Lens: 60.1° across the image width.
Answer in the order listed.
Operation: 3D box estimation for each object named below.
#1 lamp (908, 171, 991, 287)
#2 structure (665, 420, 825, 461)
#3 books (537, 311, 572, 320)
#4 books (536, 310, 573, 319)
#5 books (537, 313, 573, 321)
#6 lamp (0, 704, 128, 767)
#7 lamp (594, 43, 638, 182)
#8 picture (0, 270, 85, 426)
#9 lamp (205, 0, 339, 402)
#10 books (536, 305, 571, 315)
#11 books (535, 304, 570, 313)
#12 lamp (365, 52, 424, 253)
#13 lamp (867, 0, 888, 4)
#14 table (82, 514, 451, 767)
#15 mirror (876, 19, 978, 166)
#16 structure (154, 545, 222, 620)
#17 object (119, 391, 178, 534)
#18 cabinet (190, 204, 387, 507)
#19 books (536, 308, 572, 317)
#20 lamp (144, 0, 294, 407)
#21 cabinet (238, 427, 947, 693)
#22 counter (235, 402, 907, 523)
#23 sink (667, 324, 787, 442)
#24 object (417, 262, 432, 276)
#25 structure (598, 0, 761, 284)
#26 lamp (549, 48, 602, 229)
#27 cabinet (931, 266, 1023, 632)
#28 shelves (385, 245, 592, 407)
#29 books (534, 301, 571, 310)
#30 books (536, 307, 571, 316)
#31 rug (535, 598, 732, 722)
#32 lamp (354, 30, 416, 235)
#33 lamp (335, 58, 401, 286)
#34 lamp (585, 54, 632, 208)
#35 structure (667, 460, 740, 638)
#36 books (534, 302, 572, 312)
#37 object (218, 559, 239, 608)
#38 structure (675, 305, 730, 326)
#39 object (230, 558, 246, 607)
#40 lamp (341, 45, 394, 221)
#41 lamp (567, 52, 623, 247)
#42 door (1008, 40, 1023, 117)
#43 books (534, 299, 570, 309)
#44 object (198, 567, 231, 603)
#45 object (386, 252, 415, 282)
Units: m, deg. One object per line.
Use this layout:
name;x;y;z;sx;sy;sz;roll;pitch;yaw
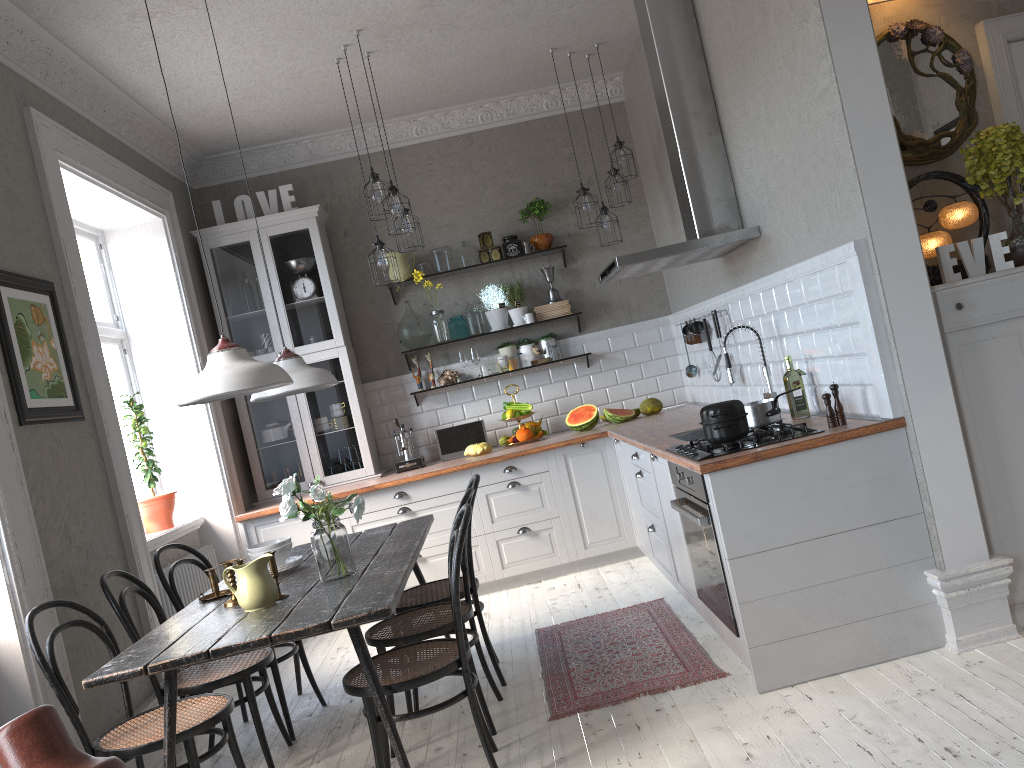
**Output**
lamp;1.692;-0.558;3.485;0.448;0.558;0.172;-13;1;4
structure;0.911;0.216;3.567;0.497;0.031;0.604;-13;0;-2
books;0.311;-0.491;6.427;0.260;0.011;0.158;-13;0;3
books;0.308;-0.501;6.427;0.259;0.016;0.159;-13;0;9
books;0.313;-0.479;6.427;0.261;0.011;0.157;-13;0;0
lamp;-0.323;0.666;0.687;0.247;0.839;0.140;-12;1;33
lamp;0.550;-2.173;5.723;0.149;1.735;0.144;-13;1;-31
picture;-1.926;-0.142;3.604;0.020;0.620;0.520;-13;0;-1
lamp;-1.149;-0.863;3.854;0.378;1.859;0.380;-13;1;5
books;0.301;-0.533;6.427;0.261;0.011;0.157;-13;0;0
books;0.299;-0.543;6.426;0.260;0.011;0.158;-13;0;3
lamp;-0.764;-1.613;5.047;0.148;1.735;0.145;-13;1;-16
lamp;1.554;-1.664;3.527;0.417;0.171;0.219;-13;0;-3
table;-0.737;1.111;3.525;0.907;0.735;1.915;-13;0;-2
mirror;1.655;-1.195;3.613;0.534;0.593;0.071;-13;1;-4
structure;-1.828;1.198;4.882;0.149;0.428;1.219;-13;0;-3
object;-2.117;0.447;5.112;0.256;0.813;0.264;-12;1;25
cabinet;-1.523;-0.180;6.162;0.882;1.921;0.386;-13;1;-3
books;0.306;-0.512;6.427;0.260;0.016;0.158;-13;0;6
lamp;-1.129;-0.866;2.962;0.372;1.859;0.387;-12;1;35
cabinet;0.375;0.790;4.973;4.108;0.854;2.029;-13;0;44
counter;-0.154;0.489;4.792;3.169;0.039;3.382;-13;0;-2
sink;1.015;0.098;4.219;0.529;0.720;0.485;-13;0;-3
object;-0.624;-0.813;6.364;0.103;0.111;0.103;-13;0;-3
structure;0.670;-1.412;4.600;0.714;1.596;0.710;-13;1;-3
lamp;0.310;-1.854;5.636;0.144;1.735;0.149;-12;1;29
cabinet;1.968;0.210;3.404;0.668;1.297;0.383;-13;1;-3
shelves;-0.151;-0.397;6.390;1.320;0.923;0.228;-13;1;-4
books;0.294;-0.564;6.426;0.260;0.016;0.158;-13;0;6
books;0.303;-0.522;6.427;0.260;0.011;0.158;-13;0;3
rug;0.477;1.202;4.021;0.738;0.014;1.286;-13;0;-2
lamp;-0.780;-1.660;4.732;0.143;1.735;0.150;-12;1;44
lamp;-0.900;-1.419;5.041;0.149;1.735;0.144;-13;1;-36
lamp;0.534;-2.038;5.891;0.144;1.735;0.150;-12;1;39
structure;1.017;0.566;3.568;0.620;0.623;0.620;-13;0;-3
books;0.296;-0.554;6.426;0.259;0.016;0.159;-13;0;9
object;-1.017;0.712;3.217;0.097;0.172;0.094;-13;1;-21
structure;1.162;-0.407;5.490;0.095;0.053;1.083;-13;0;-1
object;-0.956;0.699;3.149;0.061;0.172;0.063;-13;1;19
lamp;-0.906;-1.766;4.883;0.148;1.735;0.145;-13;1;-16
lamp;0.460;-1.762;5.779;0.149;1.735;0.144;-13;1;-31
door;2.637;-0.418;3.679;0.753;2.183;0.080;-13;1;-4
books;0.291;-0.575;6.426;0.260;0.011;0.158;-13;0;3
object;-1.159;0.775;3.447;0.141;0.112;0.137;-13;0;-20
object;-0.790;-0.830;6.296;0.189;0.216;0.174;-13;0;11
